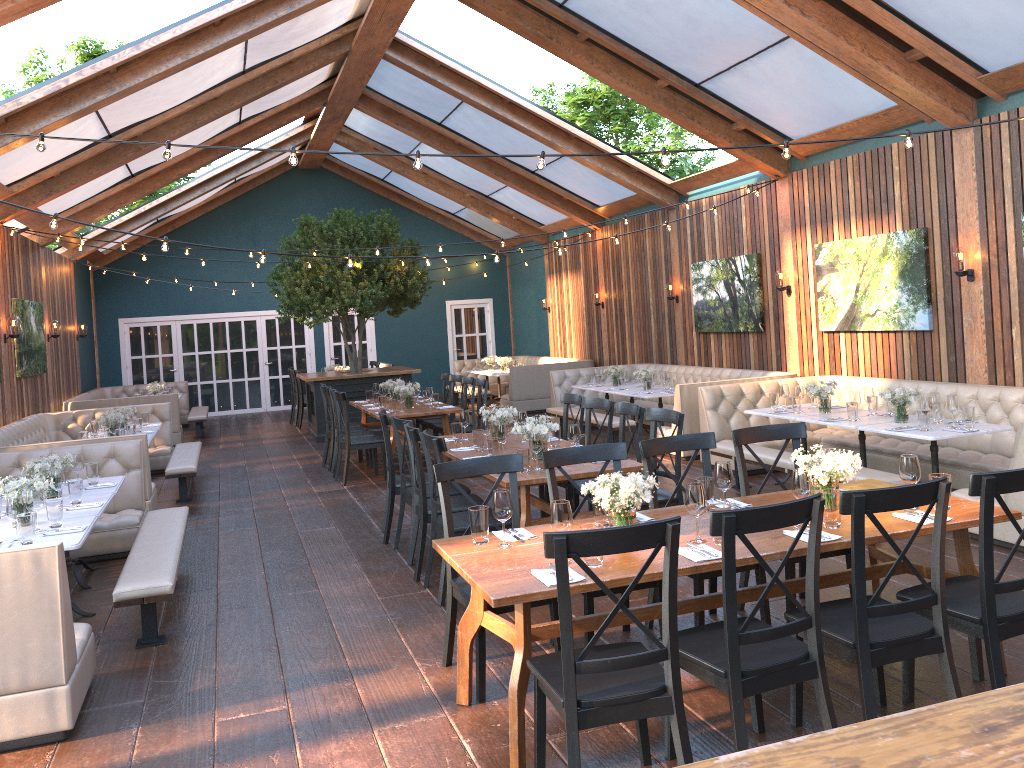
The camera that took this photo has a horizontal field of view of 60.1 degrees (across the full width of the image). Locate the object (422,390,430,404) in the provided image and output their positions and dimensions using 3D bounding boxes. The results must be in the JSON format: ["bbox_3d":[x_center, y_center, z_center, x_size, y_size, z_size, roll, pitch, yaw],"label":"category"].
[{"bbox_3d":[-1.055,0.161,10.892,0.091,0.158,0.092,-2,2,38],"label":"object"}]

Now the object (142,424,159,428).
[{"bbox_3d":[-4.424,0.509,10.746,0.255,0.019,0.157,-5,4,-18],"label":"object"}]

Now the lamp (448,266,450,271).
[{"bbox_3d":[-1.450,-2.657,20.332,0.056,0.120,0.056,-3,1,3],"label":"lamp"}]

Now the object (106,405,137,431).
[{"bbox_3d":[-4.597,0.398,10.428,0.336,0.309,0.329,-4,2,-6],"label":"object"}]

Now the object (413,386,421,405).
[{"bbox_3d":[-1.159,0.132,10.786,0.092,0.244,0.092,-3,1,24],"label":"object"}]

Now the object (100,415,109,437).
[{"bbox_3d":[-4.542,0.469,9.857,0.092,0.244,0.092,-3,1,30],"label":"object"}]

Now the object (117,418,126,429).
[{"bbox_3d":[-4.112,0.482,9.324,0.092,0.244,0.092,-3,1,30],"label":"object"}]

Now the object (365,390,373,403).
[{"bbox_3d":[-1.854,0.166,11.501,0.092,0.158,0.092,-4,1,-2],"label":"object"}]

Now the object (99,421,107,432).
[{"bbox_3d":[-4.842,0.484,10.493,0.092,0.158,0.092,-4,2,-32],"label":"object"}]

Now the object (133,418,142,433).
[{"bbox_3d":[-4.280,0.476,10.134,0.092,0.158,0.092,-4,2,-32],"label":"object"}]

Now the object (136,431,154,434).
[{"bbox_3d":[-4.179,0.550,9.992,0.255,0.019,0.157,-5,4,-18],"label":"object"}]

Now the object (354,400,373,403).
[{"bbox_3d":[-1.957,0.230,11.663,0.255,0.019,0.157,-5,4,-18],"label":"object"}]

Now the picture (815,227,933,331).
[{"bbox_3d":[3.761,-1.058,9.326,0.065,0.997,1.651,-4,3,-18],"label":"picture"}]

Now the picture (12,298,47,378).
[{"bbox_3d":[-6.424,-0.612,11.815,0.065,0.997,1.651,-4,3,-18],"label":"picture"}]

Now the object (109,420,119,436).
[{"bbox_3d":[-4.088,0.498,9.090,0.092,0.244,0.092,-3,1,30],"label":"object"}]

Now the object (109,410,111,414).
[{"bbox_3d":[-4.770,0.430,10.577,0.092,0.244,0.092,-3,1,30],"label":"object"}]

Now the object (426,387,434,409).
[{"bbox_3d":[-0.952,0.160,10.254,0.092,0.244,0.092,-3,1,7],"label":"object"}]

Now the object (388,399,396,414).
[{"bbox_3d":[-1.337,0.254,9.888,0.091,0.158,0.092,-3,1,18],"label":"object"}]

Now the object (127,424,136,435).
[{"bbox_3d":[-4.046,0.515,9.414,0.092,0.158,0.092,-4,2,-32],"label":"object"}]

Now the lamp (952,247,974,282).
[{"bbox_3d":[4.112,-1.090,8.075,0.178,0.320,0.146,-4,1,-18],"label":"lamp"}]

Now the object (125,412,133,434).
[{"bbox_3d":[-4.351,0.444,10.037,0.092,0.244,0.092,-3,1,30],"label":"object"}]

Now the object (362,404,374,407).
[{"bbox_3d":[-1.752,0.259,11.095,0.255,0.019,0.157,-5,4,-18],"label":"object"}]

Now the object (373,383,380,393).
[{"bbox_3d":[-1.779,0.110,11.611,0.092,0.244,0.092,-3,1,30],"label":"object"}]

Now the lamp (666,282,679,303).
[{"bbox_3d":[2.402,-1.374,13.305,0.178,0.320,0.146,-4,1,-18],"label":"lamp"}]

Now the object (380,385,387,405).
[{"bbox_3d":[-1.603,0.141,11.044,0.092,0.244,0.092,-4,1,-21],"label":"object"}]

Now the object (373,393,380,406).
[{"bbox_3d":[-1.669,0.196,10.941,0.092,0.158,0.092,-4,1,-12],"label":"object"}]

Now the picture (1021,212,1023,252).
[{"bbox_3d":[4.620,-0.917,6.721,0.065,0.997,1.651,-4,3,-18],"label":"picture"}]

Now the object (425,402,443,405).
[{"bbox_3d":[-0.969,0.237,10.745,0.255,0.019,0.157,-5,4,-18],"label":"object"}]

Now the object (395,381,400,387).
[{"bbox_3d":[-1.514,0.075,11.859,0.092,0.244,0.092,-4,1,-38],"label":"object"}]

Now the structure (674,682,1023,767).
[{"bbox_3d":[2.921,0.801,1.297,6.810,1.274,0.857,-5,2,-18],"label":"structure"}]

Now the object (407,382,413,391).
[{"bbox_3d":[-1.294,0.104,11.300,0.092,0.244,0.092,-4,1,-21],"label":"object"}]

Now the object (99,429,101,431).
[{"bbox_3d":[-4.934,0.548,10.640,0.255,0.019,0.157,-5,4,-18],"label":"object"}]

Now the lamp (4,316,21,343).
[{"bbox_3d":[-5.963,-0.651,10.563,0.178,0.320,0.146,-4,1,-18],"label":"lamp"}]

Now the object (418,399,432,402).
[{"bbox_3d":[-1.129,0.212,11.259,0.255,0.019,0.157,-5,4,-18],"label":"object"}]

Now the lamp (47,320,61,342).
[{"bbox_3d":[-6.816,-0.793,13.173,0.178,0.320,0.146,-4,1,-18],"label":"lamp"}]

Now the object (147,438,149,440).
[{"bbox_3d":[-3.946,0.588,9.278,0.255,0.019,0.157,-5,4,-18],"label":"object"}]

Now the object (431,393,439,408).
[{"bbox_3d":[-0.896,0.193,10.336,0.091,0.158,0.092,-3,1,18],"label":"object"}]

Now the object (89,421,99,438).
[{"bbox_3d":[-4.293,0.510,9.102,0.092,0.244,0.092,-4,1,-15],"label":"object"}]

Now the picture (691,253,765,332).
[{"bbox_3d":[2.888,-1.201,11.976,0.065,0.997,1.651,-4,3,-18],"label":"picture"}]

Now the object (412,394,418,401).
[{"bbox_3d":[-1.247,0.132,11.392,0.092,0.158,0.092,-3,1,8],"label":"object"}]

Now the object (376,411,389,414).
[{"bbox_3d":[-1.425,0.317,10.051,0.255,0.019,0.157,-5,4,-18],"label":"object"}]

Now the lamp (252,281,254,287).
[{"bbox_3d":[-5.204,-2.003,17.778,0.056,0.121,0.056,-3,1,6],"label":"lamp"}]

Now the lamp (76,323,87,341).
[{"bbox_3d":[-7.671,-0.934,15.785,0.178,0.320,0.146,-4,1,-18],"label":"lamp"}]

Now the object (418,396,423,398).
[{"bbox_3d":[-1.321,0.180,11.808,0.255,0.019,0.157,-5,4,-18],"label":"object"}]

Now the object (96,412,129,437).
[{"bbox_3d":[-4.298,0.447,9.517,0.336,0.309,0.329,-4,2,-1],"label":"object"}]

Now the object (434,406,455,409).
[{"bbox_3d":[-0.788,0.267,10.188,0.255,0.019,0.157,-5,4,-18],"label":"object"}]

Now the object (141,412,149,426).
[{"bbox_3d":[-4.518,0.434,10.892,0.092,0.158,0.092,-4,2,-32],"label":"object"}]

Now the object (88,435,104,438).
[{"bbox_3d":[-4.694,0.588,9.901,0.255,0.019,0.157,-5,4,-18],"label":"object"}]

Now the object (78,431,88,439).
[{"bbox_3d":[-4.353,0.565,8.995,0.092,0.158,0.092,-4,2,-32],"label":"object"}]

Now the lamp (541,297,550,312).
[{"bbox_3d":[0.694,-1.657,18.528,0.178,0.320,0.146,-4,1,-18],"label":"lamp"}]

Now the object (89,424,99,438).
[{"bbox_3d":[-4.605,0.524,9.757,0.092,0.158,0.092,-4,2,-32],"label":"object"}]

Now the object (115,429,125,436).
[{"bbox_3d":[-3.996,0.540,9.027,0.091,0.158,0.092,-3,1,18],"label":"object"}]

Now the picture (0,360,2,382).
[{"bbox_3d":[-5.566,-0.472,9.210,0.065,0.997,1.651,-4,3,-18],"label":"picture"}]

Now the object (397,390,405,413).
[{"bbox_3d":[-1.254,0.197,10.008,0.092,0.244,0.092,-4,1,-15],"label":"object"}]

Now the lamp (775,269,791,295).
[{"bbox_3d":[3.262,-1.231,10.673,0.178,0.320,0.146,-4,1,-18],"label":"lamp"}]

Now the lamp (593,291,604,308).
[{"bbox_3d":[1.548,-1.515,15.915,0.178,0.320,0.146,-4,1,-18],"label":"lamp"}]

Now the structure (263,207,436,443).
[{"bbox_3d":[-2.584,-1.049,14.444,2.716,3.693,2.854,-4,2,-9],"label":"structure"}]

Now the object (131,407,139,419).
[{"bbox_3d":[-4.608,0.403,10.808,0.092,0.244,0.092,-3,1,30],"label":"object"}]
